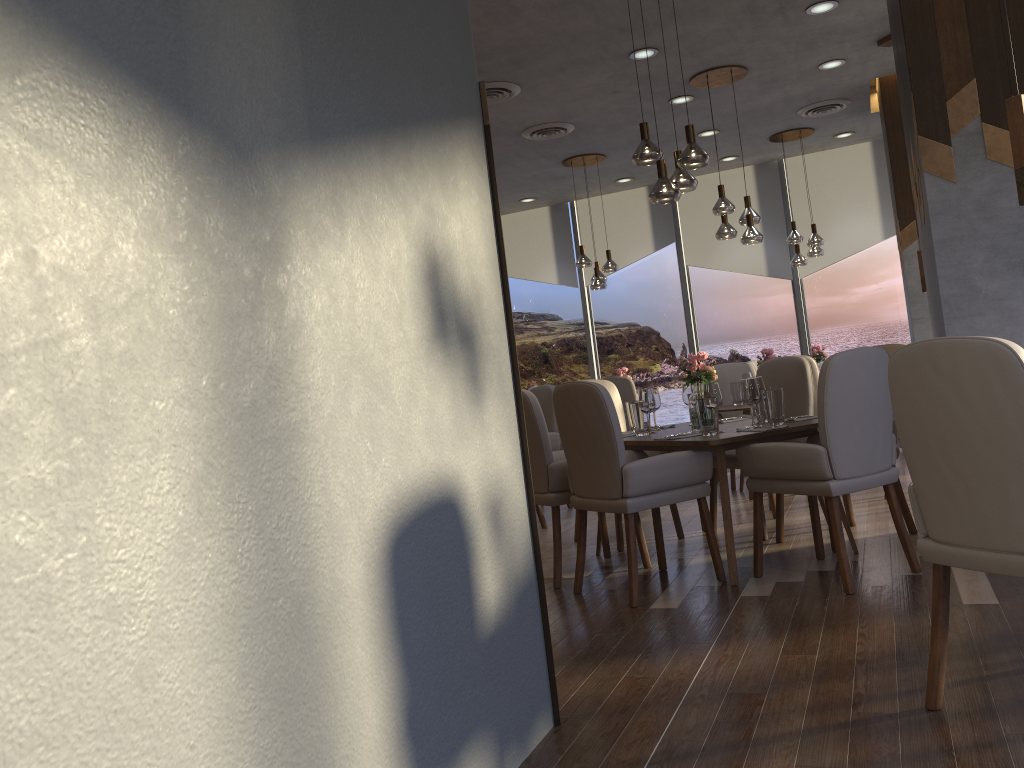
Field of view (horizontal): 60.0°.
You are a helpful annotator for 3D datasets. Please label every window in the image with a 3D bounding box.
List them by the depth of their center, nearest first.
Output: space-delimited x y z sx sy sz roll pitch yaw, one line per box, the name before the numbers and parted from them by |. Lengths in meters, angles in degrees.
window | 1.872 -1.038 7.491 8.070 3.202 16.088 -7 0 -22

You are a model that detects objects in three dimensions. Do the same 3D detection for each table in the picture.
table | 1.048 0.569 4.684 0.966 0.666 1.304 -6 -1 -27
table | 1.896 0.482 6.706 0.834 0.663 0.833 -7 -1 -3

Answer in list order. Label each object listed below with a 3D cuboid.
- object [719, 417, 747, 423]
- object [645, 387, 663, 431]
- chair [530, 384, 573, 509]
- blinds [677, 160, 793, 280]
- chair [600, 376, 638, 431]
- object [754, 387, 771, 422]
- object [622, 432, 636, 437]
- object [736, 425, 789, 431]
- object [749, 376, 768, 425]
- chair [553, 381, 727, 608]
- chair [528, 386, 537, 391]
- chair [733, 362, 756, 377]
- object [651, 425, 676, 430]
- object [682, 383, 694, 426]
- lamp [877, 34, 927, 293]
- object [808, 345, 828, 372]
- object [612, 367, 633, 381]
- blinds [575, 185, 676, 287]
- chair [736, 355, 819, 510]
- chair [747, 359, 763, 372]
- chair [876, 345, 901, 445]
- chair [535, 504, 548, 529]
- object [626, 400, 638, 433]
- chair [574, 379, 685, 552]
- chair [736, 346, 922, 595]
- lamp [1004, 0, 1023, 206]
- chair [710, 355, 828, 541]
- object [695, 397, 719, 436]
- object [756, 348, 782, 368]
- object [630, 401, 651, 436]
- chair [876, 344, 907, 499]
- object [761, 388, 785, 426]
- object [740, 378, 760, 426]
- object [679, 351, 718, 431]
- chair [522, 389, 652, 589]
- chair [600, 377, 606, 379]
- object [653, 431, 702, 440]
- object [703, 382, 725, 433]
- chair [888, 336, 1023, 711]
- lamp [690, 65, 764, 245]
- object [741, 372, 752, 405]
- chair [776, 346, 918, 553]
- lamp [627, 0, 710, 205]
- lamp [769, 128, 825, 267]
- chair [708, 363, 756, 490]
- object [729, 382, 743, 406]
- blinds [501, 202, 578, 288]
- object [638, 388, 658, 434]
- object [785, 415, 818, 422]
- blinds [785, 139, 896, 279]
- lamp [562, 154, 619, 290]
object | 1.205 0.208 5.055 0.255 0.019 0.157 -7 0 -25
object | 0.800 0.142 5.010 0.092 0.245 0.092 -8 -2 25
chair | 0.090 0.529 7.116 0.600 1.001 0.527 -6 -2 -31
blinds | 2.460 -2.429 10.223 1.171 2.684 0.007 -8 -2 22
chair | 0.968 0.431 8.230 0.528 1.001 0.599 -7 -2 4
object | 1.321 0.112 4.661 0.102 0.178 0.102 -6 -2 -19
object | 0.591 0.280 4.846 0.255 0.019 0.157 -7 0 -24
object | 1.176 0.207 4.220 0.157 0.019 0.254 -7 0 -27
object | 1.266 0.085 4.566 0.092 0.245 0.092 -7 -2 0
chair | 0.569 0.456 4.154 0.600 1.001 0.527 -6 -2 -31
chair | 0.058 0.551 10.496 0.600 1.001 0.527 -6 -2 -11
chair | 2.483 0.254 8.646 0.600 1.001 0.527 -6 -2 -21
object | 0.847 0.251 5.169 0.157 0.019 0.254 -7 0 -23
object | 1.029 0.116 5.086 0.092 0.245 0.092 -8 -2 23
lamp | 3.045 -1.572 5.910 0.118 1.933 1.158 -6 -2 -22
object | 3.056 -0.187 8.821 0.198 0.416 0.209 -6 -2 -30
object | 1.113 0.043 8.802 0.210 0.416 0.197 -7 -2 -5
blinds | 1.282 -2.587 10.711 1.171 2.684 0.007 -8 -2 22
chair | 1.873 0.313 6.115 0.528 1.001 0.599 -7 -2 0
chair | 2.824 0.217 9.349 0.529 1.001 0.598 -6 -2 -24
chair | 3.260 0.160 8.277 0.529 1.001 0.598 -6 -2 -23
chair | -0.141 0.552 6.295 0.529 1.001 0.598 -5 -2 -37
object | 0.711 0.186 5.065 0.102 0.178 0.102 -7 -2 4
chair | 0.640 0.455 5.432 0.529 1.001 0.598 -6 -2 -24
chair | 1.395 0.358 3.967 0.529 1.001 0.598 -6 -2 -29
lamp | 1.785 -1.440 2.665 1.162 1.934 0.118 -6 -2 -22
chair | 1.483 0.354 5.244 0.600 1.001 0.527 -6 -2 -29
object | 0.932 0.155 4.206 0.102 0.178 0.102 -7 -2 2
object | 1.977 -0.070 6.775 0.210 0.416 0.197 -6 -2 -20
object | 0.690 0.187 4.724 0.102 0.178 0.102 -7 -2 12
chair | 2.680 0.215 5.655 0.600 1.001 0.527 -6 -2 -21
object | 1.284 0.114 4.340 0.102 0.178 0.102 -6 -2 -31
object | 1.183 0.094 4.389 0.092 0.245 0.092 -9 -3 43
object | 0.998 0.035 4.681 0.210 0.416 0.197 -7 -2 0
chair | 0.302 0.491 4.655 0.600 1.001 0.527 -6 -2 -24
chair | 1.069 0.425 9.386 0.528 1.001 0.599 -7 -2 3
object | 0.833 0.248 4.328 0.255 0.019 0.157 -7 0 -24
object | 0.982 0.117 4.302 0.092 0.245 0.092 -7 -2 18
chair | 1.392 0.349 2.329 0.600 1.001 0.527 -6 -2 -24
lamp | 1.666 -1.708 6.792 0.438 1.328 0.440 -8 -2 30
object | 1.823 0.034 6.845 0.092 0.245 0.092 -7 -2 16
chair | 1.730 0.322 4.738 0.600 1.001 0.527 -6 -2 -24
lamp | 0.796 -1.616 4.744 0.439 1.328 0.439 -7 -2 8
lamp | 2.882 -1.841 8.864 0.439 1.328 0.438 -6 -2 -10
chair | 1.886 0.317 7.275 0.528 1.001 0.599 -7 -2 -1
object | 1.757 0.076 6.927 0.102 0.178 0.102 -7 -2 3
blinds | 0.125 -2.447 11.194 1.171 2.684 0.007 -8 -2 22
object | 0.739 0.148 4.820 0.092 0.245 0.092 -7 -2 18
object | 1.442 0.177 4.535 0.255 0.019 0.157 -7 0 -25
blinds | 3.603 -2.567 9.746 1.171 2.684 0.007 -8 -2 22
lamp | 0.802 -1.594 8.894 0.438 1.328 0.439 -8 -2 25
